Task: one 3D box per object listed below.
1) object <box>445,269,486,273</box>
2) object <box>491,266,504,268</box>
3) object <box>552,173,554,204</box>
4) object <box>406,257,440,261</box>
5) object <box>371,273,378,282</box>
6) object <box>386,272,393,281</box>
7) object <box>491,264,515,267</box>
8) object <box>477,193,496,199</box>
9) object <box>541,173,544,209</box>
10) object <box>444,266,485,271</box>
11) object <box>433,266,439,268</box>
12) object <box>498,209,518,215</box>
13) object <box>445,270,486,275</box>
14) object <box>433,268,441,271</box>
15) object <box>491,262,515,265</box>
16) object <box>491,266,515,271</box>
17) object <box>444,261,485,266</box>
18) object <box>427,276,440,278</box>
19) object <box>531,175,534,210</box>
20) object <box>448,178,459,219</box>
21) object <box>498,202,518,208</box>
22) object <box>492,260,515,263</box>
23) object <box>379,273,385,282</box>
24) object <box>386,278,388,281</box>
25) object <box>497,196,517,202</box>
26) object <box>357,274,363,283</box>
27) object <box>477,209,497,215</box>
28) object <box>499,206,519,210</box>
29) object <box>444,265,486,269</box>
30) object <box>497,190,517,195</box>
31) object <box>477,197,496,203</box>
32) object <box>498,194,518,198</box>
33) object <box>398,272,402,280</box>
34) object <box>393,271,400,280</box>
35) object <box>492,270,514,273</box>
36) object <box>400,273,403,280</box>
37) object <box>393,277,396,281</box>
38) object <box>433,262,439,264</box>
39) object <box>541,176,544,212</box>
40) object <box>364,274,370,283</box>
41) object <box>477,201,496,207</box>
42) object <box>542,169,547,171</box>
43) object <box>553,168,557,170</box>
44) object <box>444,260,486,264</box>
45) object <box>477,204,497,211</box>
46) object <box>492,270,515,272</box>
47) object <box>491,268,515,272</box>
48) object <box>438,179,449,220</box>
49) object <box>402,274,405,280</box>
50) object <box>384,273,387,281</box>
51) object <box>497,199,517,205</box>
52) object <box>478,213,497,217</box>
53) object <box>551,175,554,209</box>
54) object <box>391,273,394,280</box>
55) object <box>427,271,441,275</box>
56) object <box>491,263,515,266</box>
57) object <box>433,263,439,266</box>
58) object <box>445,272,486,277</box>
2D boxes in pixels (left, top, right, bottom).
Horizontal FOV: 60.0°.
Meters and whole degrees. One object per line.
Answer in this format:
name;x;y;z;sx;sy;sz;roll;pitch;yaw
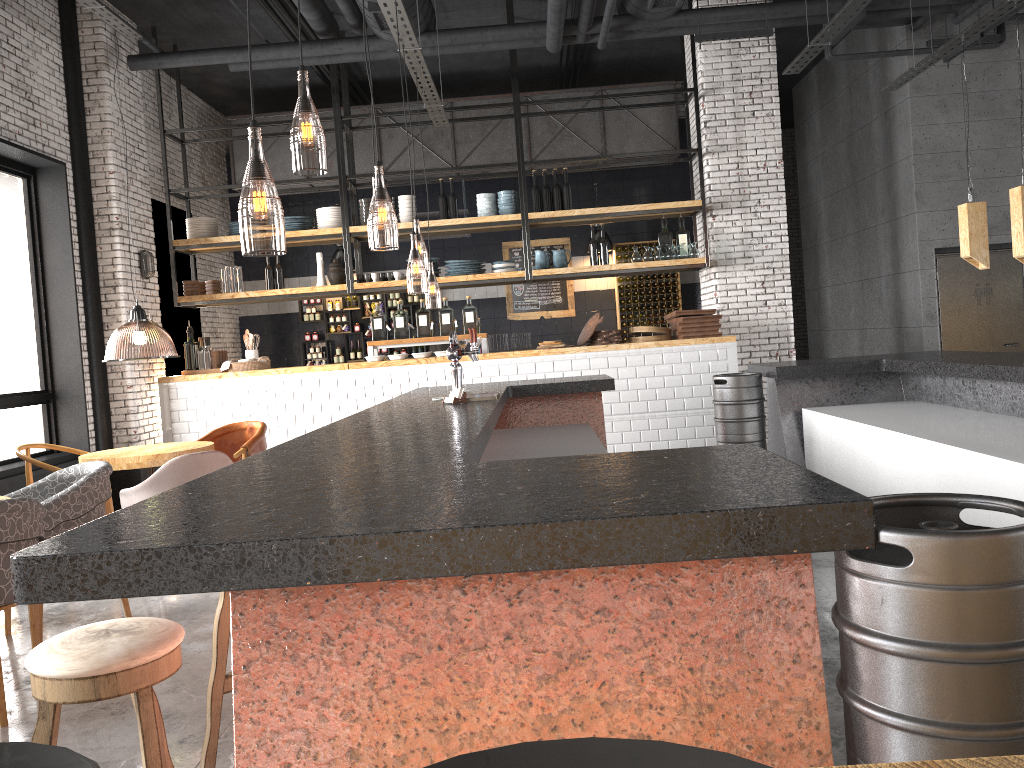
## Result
object;-0.505;-1.223;9.637;0.453;0.050;0.454;-3;3;22
object;-0.094;-1.261;9.626;0.263;0.032;0.263;-6;3;-40
object;0.480;-2.061;9.602;0.098;0.458;0.098;-5;2;-21
object;-0.967;-1.337;9.644;0.373;0.050;0.373;-3;3;23
object;-1.462;-1.129;9.443;0.072;0.097;0.072;-2;3;41
object;-1.303;-1.140;9.438;0.072;0.097;0.072;-4;2;10
object;-0.095;-1.272;9.626;0.263;0.028;0.263;-3;3;29
object;-0.278;-2.023;9.606;0.210;0.074;0.210;-4;3;6
object;0.369;-2.053;9.605;0.098;0.458;0.098;-3;2;24
object;-0.509;-1.247;9.635;0.453;0.062;0.454;-7;4;-44
object;-0.961;-1.248;9.647;0.334;0.039;0.335;-4;3;1
object;-0.037;-1.837;9.582;0.219;0.085;0.218;-6;3;-29
object;-0.505;-1.199;9.637;0.454;0.042;0.454;-5;3;-24
object;-0.955;-1.232;9.647;0.371;0.071;0.373;-4;3;14
object;-0.097;-1.301;9.625;0.265;0.034;0.265;-3;3;14
object;-0.094;-1.247;9.627;0.265;0.038;0.265;-3;3;24
object;-0.511;-1.293;9.634;0.454;0.048;0.454;-3;3;28
object;-0.952;-1.144;9.650;0.335;0.033;0.335;-6;3;-29
object;0.264;-2.058;9.743;0.098;0.471;0.098;-3;2;24
object;-0.638;-1.984;9.571;0.098;0.471;0.098;-3;2;24
object;-0.045;-1.901;9.580;0.218;0.092;0.219;-5;3;-9
object;-0.099;-1.312;9.625;0.265;0.037;0.265;-4;3;-3
object;-1.380;-1.134;9.440;0.072;0.097;0.072;-3;2;22
object;-1.375;-1.146;9.674;0.072;0.097;0.072;-3;2;31
object;-0.049;-1.965;9.582;0.218;0.092;0.219;-2;3;42
object;-1.618;-1.117;9.447;0.072;0.097;0.072;-3;2;24
object;-0.268;-1.850;9.613;0.210;0.069;0.210;-6;3;-33
object;-0.034;-1.870;9.583;0.218;0.093;0.219;-5;3;-15
object;-0.508;-1.271;9.634;0.454;0.065;0.452;-6;3;-36
object;-0.049;-2.029;9.581;0.218;0.091;0.218;-3;3;19
object;-0.277;-1.980;9.607;0.210;0.076;0.210;-5;3;-24
object;-0.042;-1.998;9.580;0.218;0.096;0.219;-5;3;-15
object;-1.222;-1.151;9.553;0.072;0.097;0.072;-4;2;6
object;-1.225;-1.146;9.436;0.072;0.097;0.072;-3;2;33
object;-0.090;-1.206;9.628;0.263;0.026;0.263;-2;3;37
object;-1.219;-1.157;9.670;0.072;0.097;0.072;-4;2;1
object;-1.298;-1.151;9.672;0.072;0.097;0.072;-4;2;10
object;-0.963;-1.289;9.646;0.335;0.035;0.335;-5;3;-23
object;0.372;-2.060;9.740;0.098;0.458;0.098;-3;2;24
object;-1.540;-1.123;9.445;0.072;0.097;0.072;-3;2;23
object;-0.278;-1.937;9.610;0.210;0.078;0.210;-3;3;24
object;0.349;-2.272;9.464;0.046;0.031;0.046;-5;2;-21
object;0.461;-2.280;9.461;0.046;0.031;0.046;-5;2;-21
object;-0.511;-1.318;9.634;0.452;0.062;0.454;-3;3;17
object;-0.269;-1.894;9.615;0.210;0.074;0.210;-5;3;-24
object;-0.091;-1.219;9.626;0.263;0.038;0.263;-3;3;17
object;-0.093;-1.229;9.627;0.263;0.037;0.263;-5;3;-25
object;-0.745;-1.977;9.574;0.098;0.471;0.098;-3;2;24
object;-1.216;-1.163;9.787;0.072;0.097;0.072;-4;2;2
object;-1.378;-1.140;9.557;0.072;0.097;0.072;-3;2;29
object;-0.047;-1.933;9.583;0.218;0.092;0.219;-2;3;37
object;-0.264;-1.807;9.615;0.210;0.065;0.210;-3;3;19
object;0.484;-2.068;9.737;0.098;0.458;0.098;-5;2;-21
object;-1.300;-1.146;9.555;0.072;0.097;0.072;-6;2;-39
object;-0.956;-1.180;9.652;0.373;0.067;0.372;-5;3;-17
object;-0.096;-1.282;9.625;0.263;0.029;0.263;-5;3;-22
object;-0.962;-1.277;9.648;0.334;0.052;0.334;-3;3;18
object;-0.502;-1.175;9.638;0.454;0.033;0.454;-5;3;-16
